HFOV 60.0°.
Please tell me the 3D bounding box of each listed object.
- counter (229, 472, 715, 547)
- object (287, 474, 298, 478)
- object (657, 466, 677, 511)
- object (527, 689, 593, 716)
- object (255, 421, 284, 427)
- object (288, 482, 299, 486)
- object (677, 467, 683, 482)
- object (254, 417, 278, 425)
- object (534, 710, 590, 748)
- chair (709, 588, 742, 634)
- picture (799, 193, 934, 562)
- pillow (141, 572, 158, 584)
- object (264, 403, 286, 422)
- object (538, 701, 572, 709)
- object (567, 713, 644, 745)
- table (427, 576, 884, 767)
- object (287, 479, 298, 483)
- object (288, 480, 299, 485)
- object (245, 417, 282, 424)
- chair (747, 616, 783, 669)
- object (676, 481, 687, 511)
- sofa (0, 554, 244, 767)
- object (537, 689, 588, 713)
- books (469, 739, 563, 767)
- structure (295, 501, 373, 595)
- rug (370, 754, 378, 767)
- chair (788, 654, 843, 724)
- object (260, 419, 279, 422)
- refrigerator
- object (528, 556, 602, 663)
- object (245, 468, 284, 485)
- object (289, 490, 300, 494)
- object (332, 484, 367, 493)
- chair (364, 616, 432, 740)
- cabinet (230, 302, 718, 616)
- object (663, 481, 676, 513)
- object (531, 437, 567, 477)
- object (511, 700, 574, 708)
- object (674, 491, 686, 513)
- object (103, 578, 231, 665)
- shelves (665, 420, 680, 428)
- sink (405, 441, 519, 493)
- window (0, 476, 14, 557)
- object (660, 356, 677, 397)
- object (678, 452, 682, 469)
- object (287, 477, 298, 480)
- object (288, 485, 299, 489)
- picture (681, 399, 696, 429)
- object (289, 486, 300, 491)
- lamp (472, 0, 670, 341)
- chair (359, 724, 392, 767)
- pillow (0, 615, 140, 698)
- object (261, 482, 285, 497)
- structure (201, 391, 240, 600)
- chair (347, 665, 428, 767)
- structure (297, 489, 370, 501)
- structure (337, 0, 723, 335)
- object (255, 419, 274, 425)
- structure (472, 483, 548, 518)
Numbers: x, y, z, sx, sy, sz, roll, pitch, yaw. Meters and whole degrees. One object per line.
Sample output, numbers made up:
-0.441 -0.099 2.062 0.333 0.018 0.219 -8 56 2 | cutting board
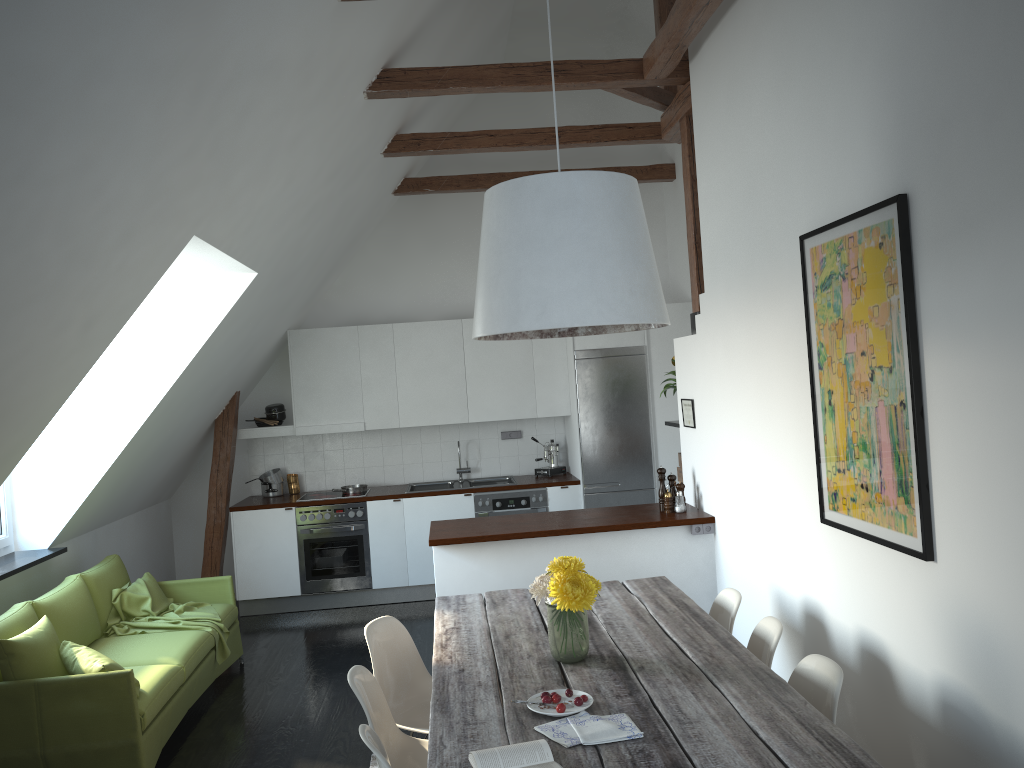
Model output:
-0.594 0.918 6.625 3.365 0.038 3.085 -4 0 -4 | counter
-1.969 0.831 7.955 0.100 0.047 0.099 -4 0 -9 | object
0.978 0.652 5.572 0.123 0.283 0.061 -4 0 -4 | object
0.147 0.981 2.713 0.205 0.024 0.205 -4 0 -12 | object
-2.136 0.346 7.812 0.243 0.056 0.350 -4 0 -15 | object
-1.962 0.908 7.961 0.099 0.043 0.100 -4 0 -17 | object
1.333 0.624 6.114 0.287 0.101 0.329 -4 0 -9 | object
-2.161 0.324 7.767 0.331 0.077 0.061 -4 0 44 | object
0.180 0.984 2.535 0.182 0.014 0.185 -4 0 -30 | object
0.757 1.331 3.907 0.542 0.801 0.465 -4 0 -3 | chair
1.266 -0.020 3.241 0.036 1.181 0.808 -4 0 -4 | picture
-2.369 1.394 5.739 0.210 0.275 0.462 -4 0 -6 | pillow
-2.102 0.258 7.878 0.190 0.166 0.200 -4 0 -41 | object
0.130 0.979 2.711 0.110 0.011 0.058 -4 0 0 | object
0.265 0.977 2.525 0.182 0.016 0.179 -4 0 -10 | object
0.310 1.371 3.142 1.141 0.788 2.421 -4 0 -4 | table
-1.967 0.868 7.956 0.100 0.036 0.100 -4 0 -38 | object
-1.965 0.887 7.960 0.099 0.057 0.101 -4 0 7 | object
-2.211 0.336 7.845 0.357 0.075 0.244 -4 0 -33 | object
0.792 1.330 3.435 0.542 0.801 0.465 -4 0 2 | chair
1.052 0.697 5.521 0.058 0.184 0.058 -4 0 -8 | object
-2.210 1.521 4.991 0.898 0.825 2.093 -4 0 -5 | sofa
0.159 0.969 2.724 0.132 0.034 0.144 -4 0 -32 | object
0.013 0.984 2.297 0.202 0.042 0.251 -4 0 -16 | books
-1.500 1.366 7.680 0.583 0.725 0.749 -4 0 -4 | structure
0.351 1.755 3.125 1.898 0.022 2.677 -4 0 -4 | rug
0.820 1.330 2.899 0.542 0.801 0.465 -4 0 -8 | chair
-2.137 0.324 7.814 0.335 0.031 0.065 -4 0 43 | object
0.892 0.627 7.512 0.609 1.868 0.031 -4 0 -4 | refrigerator
0.201 0.803 3.184 0.233 0.365 0.293 -4 0 -33 | object
-2.207 0.848 7.868 0.371 0.169 0.203 -4 0 -32 | object
-1.952 0.968 7.960 0.100 0.036 0.100 -4 0 -8 | object
-1.436 0.918 7.754 0.351 0.061 0.232 -4 0 -31 | object
-0.325 1.406 3.748 0.542 0.801 0.465 -4 0 22 | chair
-0.186 0.609 6.681 4.208 2.369 3.033 -4 0 -4 | cabinet
0.976 0.698 5.488 0.080 0.192 0.058 -4 0 -20 | object
0.307 0.646 8.016 0.206 0.370 0.353 -4 0 42 | object
0.092 0.975 2.703 0.194 0.022 0.019 -4 0 11 | object
1.030 0.723 5.450 0.069 0.135 0.069 -4 0 -29 | object
-2.138 1.492 5.632 0.722 0.493 0.711 -4 0 -9 | object
1.441 0.517 6.089 0.660 0.553 0.408 -4 0 -4 | shelves
-0.451 0.774 7.819 0.963 0.519 0.671 -4 0 -4 | sink
-0.049 -1.282 1.731 5.959 4.249 8.018 -4 0 -4 | window
1.269 0.008 6.170 0.493 0.486 0.506 -4 0 15 | object
1.328 0.522 6.124 0.329 0.101 0.287 -4 0 6 | object
-1.969 0.852 7.956 0.100 0.036 0.100 -4 0 24 | object
-1.959 0.929 7.960 0.099 0.051 0.099 -4 0 -18 | object
1.117 0.185 5.607 0.023 0.182 0.250 -4 0 -4 | picture
-1.955 0.946 7.959 0.100 0.048 0.099 -4 0 14 | object
0.132 -1.585 3.151 0.757 2.813 0.697 -4 0 -44 | lamp
-0.157 1.398 2.660 0.542 0.801 0.465 -4 0 -18 | chair
-2.066 1.318 4.231 0.600 0.387 0.475 -4 0 -7 | pillow
-2.103 0.920 7.846 0.200 0.154 0.348 -4 0 -25 | object
-2.294 0.983 1.406 1.023 1.963 12.350 -4 0 -4 | structure
-0.285 1.405 3.172 0.542 0.801 0.465 -4 0 -3 | chair
-1.530 0.976 7.664 0.574 0.041 0.504 -4 0 -4 | structure
2.686 -2.156 0.102 10.230 3.562 15.910 -4 0 1 | structure
-2.172 0.332 7.757 0.065 0.065 0.332 -4 0 -37 | object
-0.007 1.259 7.706 0.612 0.725 0.582 -4 0 -4 | structure
